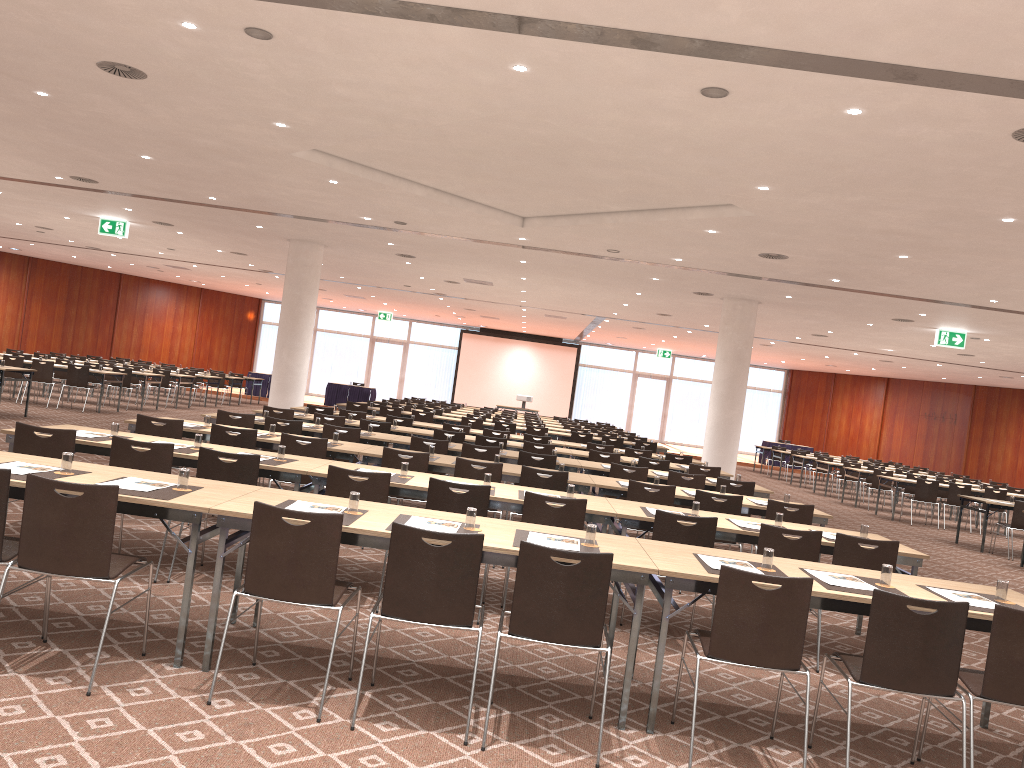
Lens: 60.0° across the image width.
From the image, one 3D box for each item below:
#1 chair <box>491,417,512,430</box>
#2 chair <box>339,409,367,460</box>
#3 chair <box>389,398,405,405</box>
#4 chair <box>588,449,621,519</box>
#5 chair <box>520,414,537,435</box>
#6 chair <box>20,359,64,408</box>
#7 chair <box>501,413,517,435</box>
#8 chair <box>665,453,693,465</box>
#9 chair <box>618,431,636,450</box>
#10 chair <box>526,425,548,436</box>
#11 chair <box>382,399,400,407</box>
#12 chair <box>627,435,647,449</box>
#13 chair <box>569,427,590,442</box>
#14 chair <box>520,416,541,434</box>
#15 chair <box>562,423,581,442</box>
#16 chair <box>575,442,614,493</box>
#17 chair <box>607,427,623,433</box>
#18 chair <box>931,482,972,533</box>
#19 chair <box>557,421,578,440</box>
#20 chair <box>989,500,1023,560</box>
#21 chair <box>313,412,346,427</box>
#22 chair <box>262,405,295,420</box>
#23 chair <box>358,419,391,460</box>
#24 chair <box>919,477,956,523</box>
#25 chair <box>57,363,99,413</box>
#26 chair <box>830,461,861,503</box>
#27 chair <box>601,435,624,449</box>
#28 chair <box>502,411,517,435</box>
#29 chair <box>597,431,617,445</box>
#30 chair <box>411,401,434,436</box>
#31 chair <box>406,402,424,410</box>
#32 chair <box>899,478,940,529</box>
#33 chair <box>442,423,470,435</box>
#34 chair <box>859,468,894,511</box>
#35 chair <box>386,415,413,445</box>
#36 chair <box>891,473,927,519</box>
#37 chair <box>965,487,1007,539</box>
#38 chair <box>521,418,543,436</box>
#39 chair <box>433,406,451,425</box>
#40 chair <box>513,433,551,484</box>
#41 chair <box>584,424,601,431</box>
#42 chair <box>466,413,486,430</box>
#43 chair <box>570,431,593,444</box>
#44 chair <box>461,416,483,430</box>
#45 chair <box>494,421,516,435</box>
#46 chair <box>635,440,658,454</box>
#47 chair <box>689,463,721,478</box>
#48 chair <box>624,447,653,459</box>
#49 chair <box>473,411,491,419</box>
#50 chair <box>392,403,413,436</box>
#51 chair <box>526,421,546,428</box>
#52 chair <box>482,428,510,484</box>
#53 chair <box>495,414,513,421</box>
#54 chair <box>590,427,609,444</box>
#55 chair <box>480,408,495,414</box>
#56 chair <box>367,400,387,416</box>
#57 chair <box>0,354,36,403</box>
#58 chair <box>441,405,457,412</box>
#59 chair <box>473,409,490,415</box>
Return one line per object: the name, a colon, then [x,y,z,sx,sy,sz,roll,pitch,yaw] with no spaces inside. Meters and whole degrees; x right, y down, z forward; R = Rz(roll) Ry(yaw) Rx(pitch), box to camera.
chair: [-0.273,1.221,19.811,0.535,0.939,0.613,8,0,0]
chair: [-2.596,0.886,14.308,0.535,0.939,0.613,8,0,-1]
chair: [-3.109,0.857,23.816,0.535,0.939,0.614,8,0,2]
chair: [1.224,1.391,12.331,0.535,0.939,0.614,8,0,2]
chair: [0.527,1.354,25.765,0.535,0.939,0.614,8,0,3]
chair: [-9.410,-0.015,17.858,0.535,0.939,0.613,8,0,0]
chair: [-0.135,1.257,23.809,0.535,0.939,0.613,8,0,-1]
chair: [2.588,1.582,14.235,0.535,0.939,0.613,8,0,-2]
chair: [2.746,1.635,21.768,0.535,0.939,0.613,8,0,0]
chair: [0.452,1.310,17.765,0.535,0.939,0.614,8,0,2]
chair: [-3.029,0.859,21.892,0.535,0.939,0.613,8,0,-2]
chair: [2.719,1.623,19.734,0.535,0.939,0.614,8,0,3]
chair: [1.455,1.453,19.751,0.535,0.939,0.613,8,0,-1]
chair: [0.493,1.341,23.842,0.535,0.939,0.613,8,0,-2]
chair: [1.426,1.458,21.829,0.535,0.939,0.614,8,0,2]
chair: [1.349,1.416,14.252,0.535,0.939,0.613,8,0,0]
chair: [2.683,1.635,23.734,0.535,0.939,0.614,8,0,2]
chair: [8.810,2.433,17.682,0.535,0.939,0.614,8,0,2]
chair: [1.478,1.473,23.751,0.535,0.939,0.614,8,0,1]
chair: [8.074,2.319,14.118,0.535,0.939,0.614,8,0,1]
chair: [-2.562,0.882,12.342,0.535,0.939,0.613,8,0,-1]
chair: [-3.271,0.787,12.394,0.535,0.939,0.614,8,0,1]
chair: [-1.915,0.969,12.298,0.535,0.939,0.614,8,0,3]
chair: [9.490,2.533,19.673,0.535,0.939,0.613,8,0,0]
chair: [-8.736,0.076,17.930,0.535,0.939,0.613,8,0,-1]
chair: [8.229,2.372,21.750,0.535,0.939,0.613,8,0,0]
chair: [1.944,1.510,17.744,0.535,0.939,0.613,8,0,-1]
chair: [-0.117,1.268,25.809,0.535,0.939,0.614,8,0,4]
chair: [2.058,1.534,19.778,0.535,0.939,0.613,8,0,0]
chair: [-2.346,0.960,23.882,0.535,0.939,0.614,8,0,1]
chair: [-2.417,0.942,21.841,0.535,0.939,0.614,8,0,4]
chair: [8.137,2.342,17.610,0.535,0.939,0.614,8,0,3]
chair: [-0.931,1.109,14.285,0.535,0.939,0.614,8,0,3]
chair: [8.155,2.354,19.751,0.535,0.939,0.614,8,0,2]
chair: [-1.851,0.986,14.375,0.535,0.939,0.614,8,0,2]
chair: [8.825,2.443,19.601,0.535,0.939,0.614,8,0,3]
chair: [9.458,2.520,17.592,0.535,0.939,0.614,8,0,1]
chair: [0.489,1.332,21.765,0.535,0.939,0.613,8,0,0]
chair: [-1.762,1.029,21.797,0.535,0.939,0.613,8,0,-2]
chair: [0.342,1.281,14.344,0.535,0.939,0.613,8,0,-2]
chair: [2.085,1.555,23.778,0.535,0.939,0.613,8,0,-2]
chair: [-0.844,1.144,19.784,0.535,0.939,0.613,8,0,1]
chair: [1.335,1.429,17.788,0.535,0.939,0.613,8,0,-1]
chair: [-0.841,1.136,17.818,0.535,0.939,0.614,8,0,2]
chair: [-0.186,1.225,17.851,0.535,0.939,0.613,8,0,0]
chair: [2.629,1.603,17.812,0.535,0.939,0.614,8,0,4]
chair: [2.581,1.573,12.270,0.535,0.939,0.614,8,0,1]
chair: [1.961,1.498,14.279,0.535,0.939,0.613,8,0,0]
chair: [-0.772,1.163,21.818,0.535,0.939,0.614,8,0,2]
chair: [-2.489,0.923,19.807,0.535,0.939,0.614,8,0,3]
chair: [0.468,1.321,19.842,0.535,0.939,0.613,8,0,-1]
chair: [-0.300,1.194,14.311,0.535,0.939,0.614,8,0,1]
chair: [-0.250,1.233,21.853,0.535,0.939,0.614,8,0,1]
chair: [2.084,1.546,21.743,0.535,0.939,0.614,8,0,3]
chair: [-0.758,1.182,25.860,0.535,0.939,0.614,8,0,3]
chair: [-3.049,0.848,19.850,0.535,0.939,0.614,8,0,1]
chair: [-10.075,-0.104,18.008,0.535,0.939,0.614,8,0,4]
chair: [-1.730,1.042,23.832,0.535,0.939,0.614,8,0,3]
chair: [-0.863,1.159,23.785,0.535,0.939,0.614,8,0,2]
